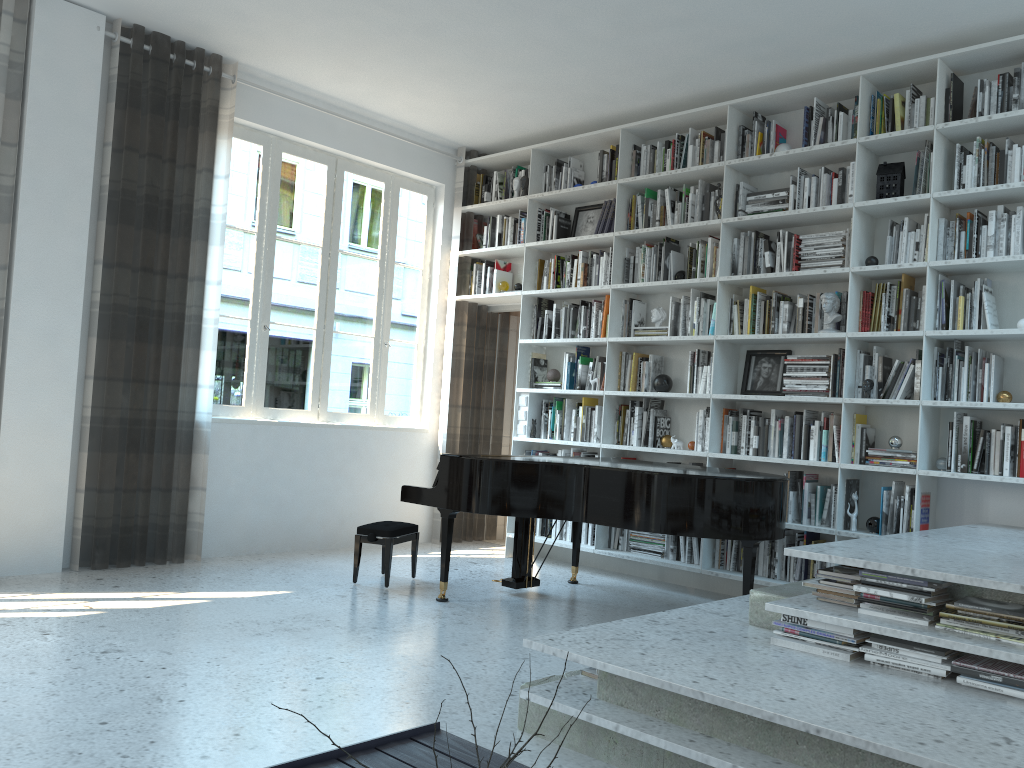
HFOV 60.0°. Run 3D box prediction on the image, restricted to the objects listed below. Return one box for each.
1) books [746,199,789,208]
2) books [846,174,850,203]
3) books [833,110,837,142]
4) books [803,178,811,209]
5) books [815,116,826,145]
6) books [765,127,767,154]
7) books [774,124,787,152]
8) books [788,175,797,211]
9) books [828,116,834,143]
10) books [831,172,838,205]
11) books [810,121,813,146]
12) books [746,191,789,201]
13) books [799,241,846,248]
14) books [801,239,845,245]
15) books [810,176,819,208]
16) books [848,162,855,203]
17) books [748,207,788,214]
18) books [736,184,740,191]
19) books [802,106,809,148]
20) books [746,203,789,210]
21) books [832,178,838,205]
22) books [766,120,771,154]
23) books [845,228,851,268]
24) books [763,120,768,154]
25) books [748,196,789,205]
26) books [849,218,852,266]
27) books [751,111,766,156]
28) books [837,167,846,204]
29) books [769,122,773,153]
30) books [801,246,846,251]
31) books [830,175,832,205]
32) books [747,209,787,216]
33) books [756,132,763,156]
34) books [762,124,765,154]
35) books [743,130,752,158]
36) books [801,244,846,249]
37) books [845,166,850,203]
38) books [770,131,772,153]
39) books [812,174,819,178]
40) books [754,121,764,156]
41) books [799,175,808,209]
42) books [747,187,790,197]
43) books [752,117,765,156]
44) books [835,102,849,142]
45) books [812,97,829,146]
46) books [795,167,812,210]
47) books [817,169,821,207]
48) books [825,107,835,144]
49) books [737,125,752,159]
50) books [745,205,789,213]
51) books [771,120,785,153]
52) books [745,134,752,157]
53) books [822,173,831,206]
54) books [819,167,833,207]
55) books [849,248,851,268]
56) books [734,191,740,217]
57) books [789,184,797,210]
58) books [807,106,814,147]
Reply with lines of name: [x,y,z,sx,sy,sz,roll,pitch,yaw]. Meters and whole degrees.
books: [1.633,-1.113,5.562,0.159,0.024,0.285,6,-3,-41]
books: [2.014,-1.109,5.191,0.029,0.202,0.191,2,-3,44]
books: [1.962,-1.493,5.285,0.023,0.236,0.154,2,-2,44]
books: [1.824,-1.120,5.377,0.027,0.216,0.190,2,-3,44]
books: [1.888,-1.483,5.349,0.050,0.211,0.173,2,-3,44]
books: [1.638,-1.493,5.593,0.016,0.219,0.144,2,-2,44]
books: [1.687,-1.499,5.574,0.004,0.235,0.137,2,-2,44]
books: [1.747,-1.141,5.456,0.012,0.254,0.161,2,-2,44]
books: [1.937,-1.477,5.300,0.033,0.203,0.166,2,-3,44]
books: [1.937,-1.124,5.269,0.012,0.230,0.158,2,-3,44]
books: [1.864,-1.481,5.396,0.031,0.208,0.147,2,-3,44]
books: [1.641,-1.162,5.569,0.159,0.024,0.285,6,-3,-44]
books: [1.890,-0.820,5.305,0.285,0.012,0.159,2,-3,43]
books: [1.885,-0.832,5.299,0.161,0.012,0.254,6,-3,-41]
books: [1.855,-1.121,5.352,0.028,0.219,0.183,2,-3,44]
books: [2.017,-1.129,5.113,0.037,0.237,0.272,2,-3,44]
books: [1.633,-1.071,5.566,0.254,0.012,0.161,2,-3,41]
books: [1.485,-1.147,5.722,0.012,0.254,0.161,2,-2,44]
books: [1.821,-1.525,5.413,0.014,0.292,0.176,2,-2,44]
books: [1.636,-1.095,5.568,0.285,0.012,0.159,2,-3,42]
books: [1.948,-1.103,5.251,0.029,0.188,0.176,2,-3,44]
books: [1.645,-1.511,5.585,0.005,0.255,0.168,2,-2,44]
books: [1.989,-0.769,5.184,0.012,0.254,0.161,2,-2,44]
books: [1.632,-1.515,5.606,0.013,0.264,0.147,2,-2,44]
books: [1.637,-1.137,5.565,0.254,0.025,0.161,2,-3,40]
books: [2.011,-0.800,5.188,0.012,0.319,0.140,2,-2,44]
books: [1.575,-1.555,5.674,0.014,0.341,0.145,2,-2,44]
books: [1.971,-1.133,5.231,0.032,0.248,0.173,2,-3,44]
books: [1.665,-1.506,5.592,0.013,0.249,0.148,2,-2,44]
books: [1.885,-0.796,5.301,0.254,0.012,0.161,2,-3,41]
books: [1.933,-1.124,5.281,0.010,0.230,0.152,2,-2,44]
books: [1.629,-1.059,5.562,0.161,0.012,0.254,6,-3,-41]
books: [1.602,-1.482,5.631,0.023,0.195,0.172,2,-3,44]
books: [1.626,-1.507,5.620,0.014,0.248,0.139,2,-2,44]
books: [1.539,-1.499,5.702,0.023,0.227,0.157,2,-3,44]
books: [1.887,-0.808,5.303,0.161,0.012,0.254,6,-3,-44]
books: [2.004,-1.138,5.222,0.029,0.261,0.133,2,-2,44]
books: [1.664,-1.476,5.577,0.010,0.186,0.152,2,-3,44]
books: [1.847,-1.133,5.373,0.012,0.244,0.131,2,-2,44]
books: [1.583,-1.518,5.635,0.011,0.265,0.163,2,-2,44]
books: [1.801,-1.131,5.403,0.021,0.237,0.171,2,-3,44]
books: [1.646,-1.185,5.573,0.285,0.024,0.159,1,-3,44]
books: [1.579,-1.533,5.660,0.010,0.296,0.153,2,-2,44]
books: [1.965,-1.511,5.263,0.010,0.270,0.180,2,-2,44]
books: [1.867,-1.544,5.368,0.010,0.331,0.186,2,-2,44]
books: [1.780,-1.156,5.403,0.011,0.284,0.190,2,-2,44]
books: [1.891,-1.146,5.347,0.029,0.273,0.140,2,-2,44]
books: [1.930,-1.510,5.336,0.028,0.270,0.140,2,-2,44]
books: [1.509,-1.514,5.705,0.026,0.253,0.185,2,-3,44]
books: [1.633,-1.083,5.566,0.285,0.012,0.159,2,-3,41]
books: [1.669,-1.511,5.566,0.011,0.256,0.143,2,-2,44]
books: [1.547,-1.483,5.676,0.026,0.194,0.166,2,-3,44]
books: [1.904,-1.122,5.291,0.023,0.223,0.190,2,-3,44]
books: [1.895,-1.145,5.314,0.023,0.269,0.185,2,-3,44]
books: [2.020,-0.740,5.170,0.029,0.198,0.172,2,-3,44]
books: [1.484,-1.122,5.693,0.027,0.201,0.167,2,-3,44]
books: [1.755,-1.108,5.439,0.025,0.187,0.193,2,-3,44]
books: [1.843,-1.526,5.403,0.011,0.296,0.157,2,-2,44]
